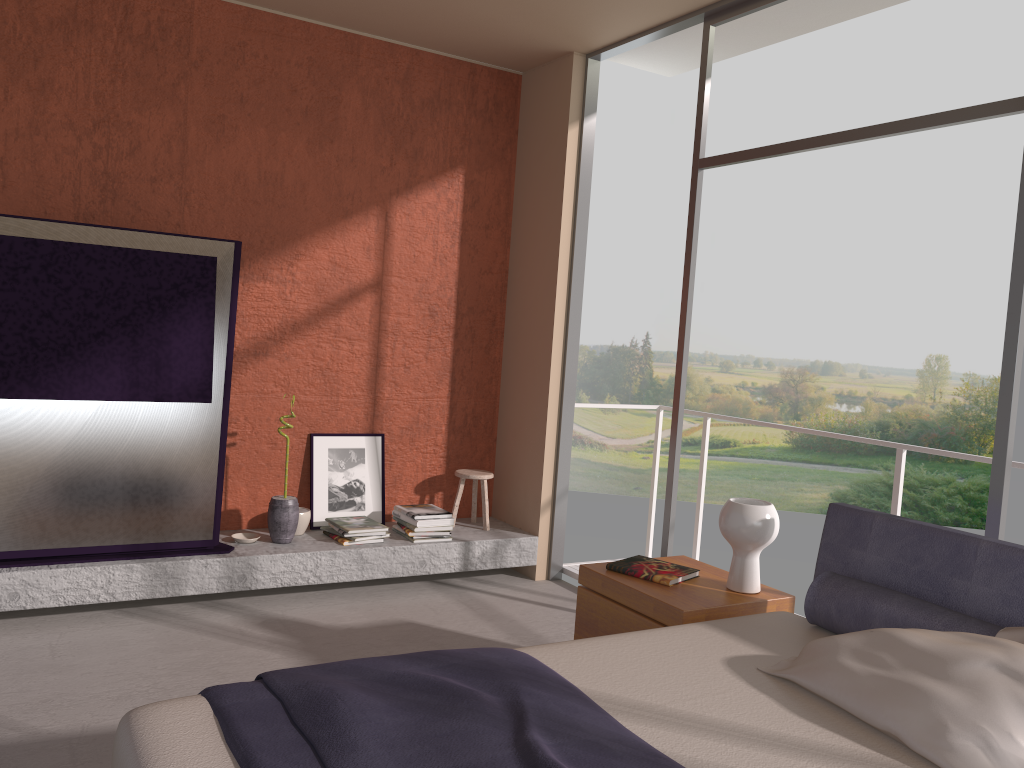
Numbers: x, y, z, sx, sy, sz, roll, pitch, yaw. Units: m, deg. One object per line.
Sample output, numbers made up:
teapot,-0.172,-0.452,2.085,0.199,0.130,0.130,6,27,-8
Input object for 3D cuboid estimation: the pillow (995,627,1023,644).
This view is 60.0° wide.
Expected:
pillow,1.399,0.795,2.059,0.400,0.265,0.791,2,4,-28

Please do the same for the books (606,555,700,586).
books,0.564,0.743,3.543,0.287,0.025,0.247,7,4,40

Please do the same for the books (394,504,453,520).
books,-0.520,0.746,5.181,0.247,0.025,0.287,2,4,-31

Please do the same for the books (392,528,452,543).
books,-0.526,0.877,5.183,0.247,0.018,0.328,2,4,-29

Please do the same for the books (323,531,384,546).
books,-0.893,0.857,4.993,0.247,0.025,0.287,2,4,-34

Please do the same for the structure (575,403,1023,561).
structure,2.593,0.948,2.365,0.728,1.005,7.689,2,4,-31

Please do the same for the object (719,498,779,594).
object,0.897,0.616,3.386,0.224,0.338,0.224,3,3,-19

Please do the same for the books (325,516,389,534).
books,-0.875,0.792,4.996,0.247,0.018,0.328,2,4,-34

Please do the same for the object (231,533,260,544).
object,-1.428,0.834,4.752,0.152,0.040,0.152,4,3,4

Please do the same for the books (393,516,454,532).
books,-0.521,0.811,5.179,0.247,0.027,0.328,2,4,-29

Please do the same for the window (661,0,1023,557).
window,2.418,-0.029,1.939,0.075,3.133,6.106,2,4,-31

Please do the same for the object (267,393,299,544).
object,-1.217,0.453,4.776,0.165,0.810,0.165,4,3,-8

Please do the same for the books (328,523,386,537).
books,-0.873,0.813,4.994,0.247,0.025,0.287,2,4,-29

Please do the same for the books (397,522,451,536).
books,-0.516,0.840,5.162,0.247,0.025,0.287,3,3,-20

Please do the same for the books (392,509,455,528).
books,-0.519,0.778,5.177,0.247,0.038,0.319,2,4,-34

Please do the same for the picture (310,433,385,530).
picture,-0.970,0.571,5.254,0.458,0.550,0.117,2,4,-31

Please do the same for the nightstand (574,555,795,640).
nightstand,0.654,1.045,3.495,0.562,0.556,0.628,2,4,-31

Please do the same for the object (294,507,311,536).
object,-1.229,0.778,4.999,0.179,0.137,0.180,3,3,-18

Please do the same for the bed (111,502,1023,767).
bed,0.528,0.931,1.885,2.462,0.959,2.017,2,4,-31

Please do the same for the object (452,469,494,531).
object,-0.233,0.719,5.506,0.260,0.349,0.257,6,4,28

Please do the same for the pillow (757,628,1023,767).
pillow,1.057,0.769,2.270,0.431,0.264,0.869,3,3,-23

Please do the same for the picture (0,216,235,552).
picture,-1.920,0.015,4.206,1.129,1.496,0.126,2,4,-31

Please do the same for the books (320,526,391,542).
books,-0.884,0.834,5.006,0.328,0.018,0.247,7,4,43

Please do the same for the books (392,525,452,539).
books,-0.527,0.859,5.187,0.247,0.018,0.287,2,4,-31

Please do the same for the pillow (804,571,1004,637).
pillow,1.431,0.788,2.396,0.205,0.201,1.470,2,4,-31
